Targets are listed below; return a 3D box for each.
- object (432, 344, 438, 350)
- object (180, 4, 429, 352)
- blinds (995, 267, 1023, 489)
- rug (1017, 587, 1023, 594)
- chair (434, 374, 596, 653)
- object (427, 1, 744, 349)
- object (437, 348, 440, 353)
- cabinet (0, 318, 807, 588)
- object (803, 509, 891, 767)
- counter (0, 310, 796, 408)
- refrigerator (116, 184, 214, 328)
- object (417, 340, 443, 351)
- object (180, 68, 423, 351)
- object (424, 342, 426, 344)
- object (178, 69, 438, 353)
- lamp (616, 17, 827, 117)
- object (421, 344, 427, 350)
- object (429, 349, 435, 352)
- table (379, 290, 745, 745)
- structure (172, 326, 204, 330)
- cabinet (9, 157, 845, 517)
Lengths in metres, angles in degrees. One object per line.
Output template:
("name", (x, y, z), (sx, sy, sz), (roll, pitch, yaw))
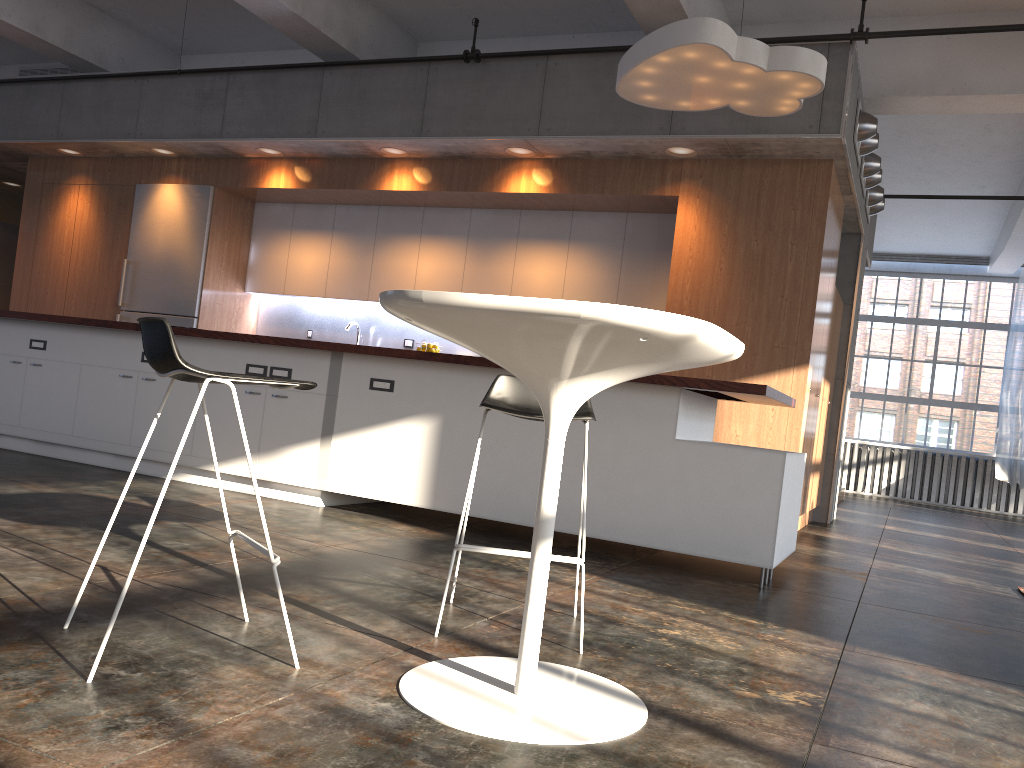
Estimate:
("object", (-0.679, -0.329, 7.808), (0.052, 0.051, 0.063), (7, -1, 16))
("object", (-0.737, -0.294, 7.812), (0.052, 0.053, 0.062), (7, -1, -29))
("blinds", (7.877, -0.174, 13.484), (0.681, 3.558, 0.891), (7, -1, 23))
("rug", (3.264, 1.200, 3.617), (1.825, 0.029, 2.932), (6, -2, 24))
("chair", (0.042, 0.421, 2.926), (0.464, 0.895, 0.505), (7, -1, 1))
("object", (-0.723, -0.331, 7.777), (0.059, 0.060, 0.051), (8, -1, -43))
("object", (-0.669, -0.302, 7.882), (0.054, 0.052, 0.060), (7, -1, -18))
("cabinet", (-1.102, 0.289, 5.640), (5.558, 0.930, 0.937), (6, -1, 23))
("object", (-4.062, 0.594, 7.902), (26.769, 0.001, 20.066), (6, -2, 23))
("counter", (-1.646, 0.200, 5.882), (6.550, 0.971, 1.160), (6, -1, 23))
("refrigerator", (-3.344, -0.809, 8.512), (0.942, 2.190, 0.223), (7, -1, 20))
("object", (-5.839, -0.286, 11.682), (12.916, 1.214, 0.969), (6, -1, 34))
("object", (-1.851, -1.521, 7.782), (2.417, 2.228, 0.053), (7, -1, -2))
("object", (-0.777, -0.340, 7.898), (0.060, 0.060, 0.049), (8, -1, -32))
("object", (-0.683, -0.284, 7.829), (0.061, 0.053, 0.053), (6, -1, 30))
("lamp", (1.179, -1.740, 5.053), (1.095, 0.130, 0.993), (7, -2, -20))
("object", (-3.888, -1.745, 8.633), (6.797, 2.168, 0.054), (7, -1, 14))
("object", (-5.143, -1.821, 11.241), (11.563, 2.210, 0.063), (6, -1, 37))
("table", (0.086, 0.318, 2.227), (0.816, 0.951, 0.842), (6, -1, 24))
("structure", (-2.342, -0.363, 6.437), (0.630, 0.072, 0.520), (6, -2, 23))
("cabinet", (-1.071, -0.625, 8.818), (7.977, 2.562, 2.418), (6, -1, 23))
